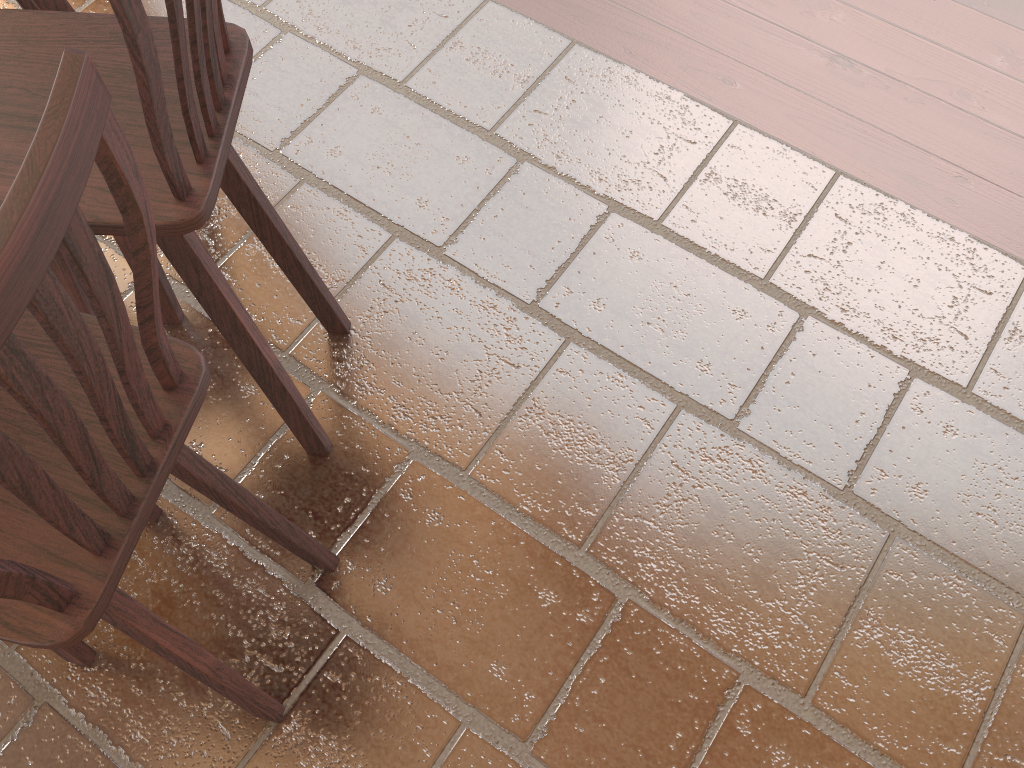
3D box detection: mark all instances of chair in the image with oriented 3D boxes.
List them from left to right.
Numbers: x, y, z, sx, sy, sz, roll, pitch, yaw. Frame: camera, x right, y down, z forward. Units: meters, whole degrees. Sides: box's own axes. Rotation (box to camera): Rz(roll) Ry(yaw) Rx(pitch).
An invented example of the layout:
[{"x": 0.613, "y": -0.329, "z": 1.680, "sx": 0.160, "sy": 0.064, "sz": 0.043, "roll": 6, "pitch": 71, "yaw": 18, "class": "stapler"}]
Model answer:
[{"x": -1.030, "y": -0.770, "z": 1.671, "sx": 0.406, "sy": 1.319, "sz": 0.504, "roll": 42, "pitch": 70, "yaw": 18, "class": "chair"}, {"x": -0.591, "y": 0.165, "z": 1.204, "sx": 0.504, "sy": 1.319, "sz": 0.406, "roll": 13, "pitch": 64, "yaw": 6, "class": "chair"}, {"x": -0.587, "y": -0.301, "z": 1.438, "sx": 0.504, "sy": 1.319, "sz": 0.406, "roll": 3, "pitch": 63, "yaw": 1, "class": "chair"}]
